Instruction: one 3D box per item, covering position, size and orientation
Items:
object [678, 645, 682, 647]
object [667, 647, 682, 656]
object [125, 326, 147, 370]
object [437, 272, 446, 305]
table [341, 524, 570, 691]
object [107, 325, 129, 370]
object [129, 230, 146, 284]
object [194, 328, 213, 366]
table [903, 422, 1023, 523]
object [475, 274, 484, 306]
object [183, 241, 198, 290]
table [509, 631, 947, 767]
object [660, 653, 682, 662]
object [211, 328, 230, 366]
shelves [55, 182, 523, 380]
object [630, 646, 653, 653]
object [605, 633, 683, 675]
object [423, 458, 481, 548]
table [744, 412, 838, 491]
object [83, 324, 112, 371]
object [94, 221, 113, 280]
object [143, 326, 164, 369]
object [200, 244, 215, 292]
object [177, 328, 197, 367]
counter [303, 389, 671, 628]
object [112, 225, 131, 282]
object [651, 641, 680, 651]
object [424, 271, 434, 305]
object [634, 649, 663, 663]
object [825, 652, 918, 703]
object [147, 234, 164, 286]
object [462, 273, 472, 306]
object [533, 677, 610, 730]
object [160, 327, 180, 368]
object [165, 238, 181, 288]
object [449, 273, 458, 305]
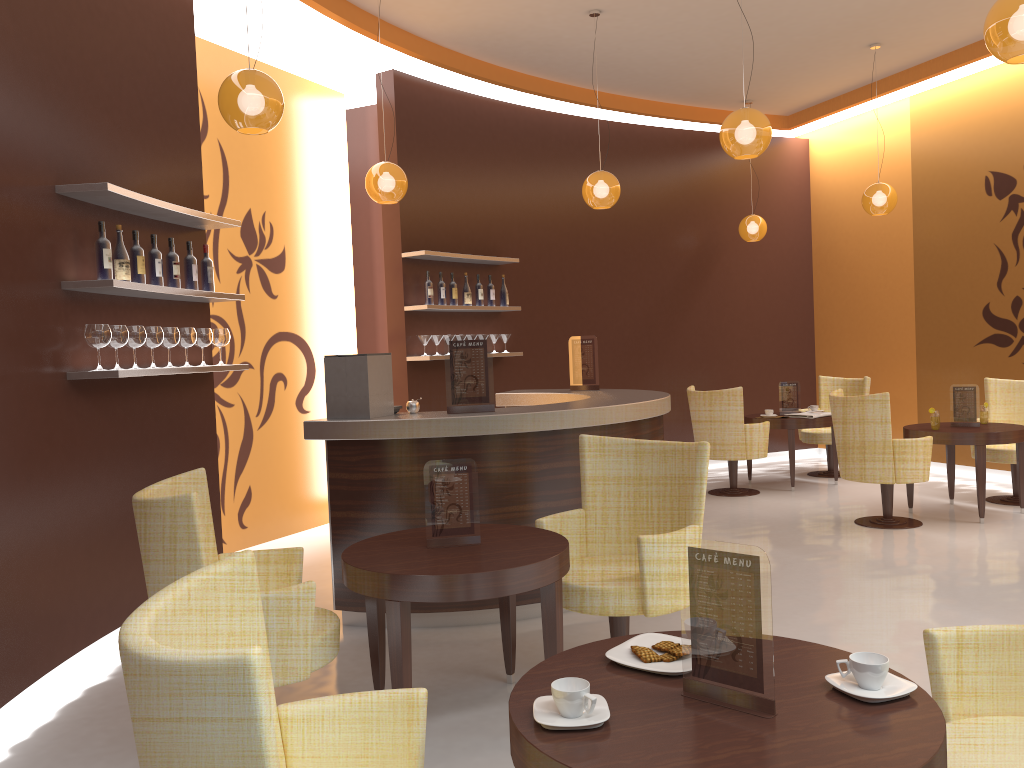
[{"bbox_3d":[0.406,0.632,2.109,0.054,0.018,0.051,-1,2,25],"label":"object"},{"bbox_3d":[0.397,0.625,2.074,0.052,0.016,0.055,-3,2,-23],"label":"object"},{"bbox_3d":[-1.929,-0.184,4.528,0.125,0.221,0.125,-2,2,3],"label":"object"},{"bbox_3d":[-0.606,-0.814,7.621,0.073,0.297,0.073,-2,2,16],"label":"object"},{"bbox_3d":[-0.202,0.965,3.434,0.872,0.679,0.874,-1,2,24],"label":"table"},{"bbox_3d":[-1.948,-0.177,4.366,0.125,0.221,0.125,-2,2,3],"label":"object"},{"bbox_3d":[-1.943,-0.646,4.593,0.073,0.297,0.073,-1,3,37],"label":"object"},{"bbox_3d":[-1.808,-0.214,5.181,0.125,0.221,0.125,-2,2,3],"label":"object"},{"bbox_3d":[3.558,0.676,6.966,0.872,0.679,0.874,-2,2,9],"label":"table"},{"bbox_3d":[-0.298,-0.842,8.016,0.073,0.297,0.073,-2,2,16],"label":"object"},{"bbox_3d":[-1.843,-0.668,5.085,0.073,0.297,0.073,-3,2,-25],"label":"object"},{"bbox_3d":[0.442,0.995,1.877,0.872,0.679,0.874,-1,2,24],"label":"table"},{"bbox_3d":[0.365,0.638,2.072,0.051,0.018,0.054,-4,3,-35],"label":"object"},{"bbox_3d":[-1.758,-0.222,5.343,0.125,0.221,0.125,-2,2,3],"label":"object"},{"bbox_3d":[-1.149,-0.590,6.295,0.586,0.902,4.744,-1,2,25],"label":"shelves"},{"bbox_3d":[0.310,0.634,2.111,0.052,0.018,0.055,-2,2,2],"label":"object"},{"bbox_3d":[0.358,0.641,2.100,0.234,0.020,0.234,-1,3,39],"label":"object"},{"bbox_3d":[-0.232,0.458,3.429,0.209,0.335,0.042,-3,2,-8],"label":"object"},{"bbox_3d":[2.741,0.646,8.697,0.872,0.679,0.874,-2,2,14],"label":"table"},{"bbox_3d":[-1.963,-0.171,4.208,0.125,0.221,0.125,-2,2,3],"label":"object"},{"bbox_3d":[-1.967,-0.633,4.268,0.073,0.297,0.073,-3,2,-12],"label":"object"},{"bbox_3d":[-1.903,-0.191,4.689,0.125,0.221,0.125,-2,2,3],"label":"object"},{"bbox_3d":[-1.804,-0.676,5.245,0.073,0.297,0.073,-3,2,-12],"label":"object"},{"bbox_3d":[-1.843,-0.206,5.015,0.125,0.221,0.125,-2,2,3],"label":"object"},{"bbox_3d":[0.219,0.652,5.709,1.586,1.100,2.917,-2,2,23],"label":"counter"},{"bbox_3d":[-1.965,-0.645,4.451,0.086,0.303,0.086,-4,3,-43],"label":"object"},{"bbox_3d":[0.370,0.632,2.138,0.053,0.014,0.055,-4,3,-39],"label":"object"},{"bbox_3d":[-0.703,-0.805,7.481,0.073,0.297,0.073,-2,2,16],"label":"object"},{"bbox_3d":[0.317,0.634,2.065,0.051,0.018,0.054,-3,2,-24],"label":"object"},{"bbox_3d":[0.751,0.609,1.859,0.153,0.069,0.153,-3,2,-22],"label":"object"},{"bbox_3d":[-1.915,-0.653,4.757,0.073,0.297,0.073,-3,2,-12],"label":"object"},{"bbox_3d":[-0.406,-0.838,7.899,0.086,0.303,0.086,-4,3,-38],"label":"object"},{"bbox_3d":[0.118,0.638,1.784,0.153,0.069,0.153,-2,2,0],"label":"object"},{"bbox_3d":[-1.877,-0.198,4.850,0.125,0.221,0.125,-2,2,3],"label":"object"},{"bbox_3d":[-1.881,-0.661,4.915,0.073,0.297,0.073,-3,2,-12],"label":"object"},{"bbox_3d":[-0.516,-0.823,7.748,0.073,0.297,0.073,-3,2,-25],"label":"object"}]
